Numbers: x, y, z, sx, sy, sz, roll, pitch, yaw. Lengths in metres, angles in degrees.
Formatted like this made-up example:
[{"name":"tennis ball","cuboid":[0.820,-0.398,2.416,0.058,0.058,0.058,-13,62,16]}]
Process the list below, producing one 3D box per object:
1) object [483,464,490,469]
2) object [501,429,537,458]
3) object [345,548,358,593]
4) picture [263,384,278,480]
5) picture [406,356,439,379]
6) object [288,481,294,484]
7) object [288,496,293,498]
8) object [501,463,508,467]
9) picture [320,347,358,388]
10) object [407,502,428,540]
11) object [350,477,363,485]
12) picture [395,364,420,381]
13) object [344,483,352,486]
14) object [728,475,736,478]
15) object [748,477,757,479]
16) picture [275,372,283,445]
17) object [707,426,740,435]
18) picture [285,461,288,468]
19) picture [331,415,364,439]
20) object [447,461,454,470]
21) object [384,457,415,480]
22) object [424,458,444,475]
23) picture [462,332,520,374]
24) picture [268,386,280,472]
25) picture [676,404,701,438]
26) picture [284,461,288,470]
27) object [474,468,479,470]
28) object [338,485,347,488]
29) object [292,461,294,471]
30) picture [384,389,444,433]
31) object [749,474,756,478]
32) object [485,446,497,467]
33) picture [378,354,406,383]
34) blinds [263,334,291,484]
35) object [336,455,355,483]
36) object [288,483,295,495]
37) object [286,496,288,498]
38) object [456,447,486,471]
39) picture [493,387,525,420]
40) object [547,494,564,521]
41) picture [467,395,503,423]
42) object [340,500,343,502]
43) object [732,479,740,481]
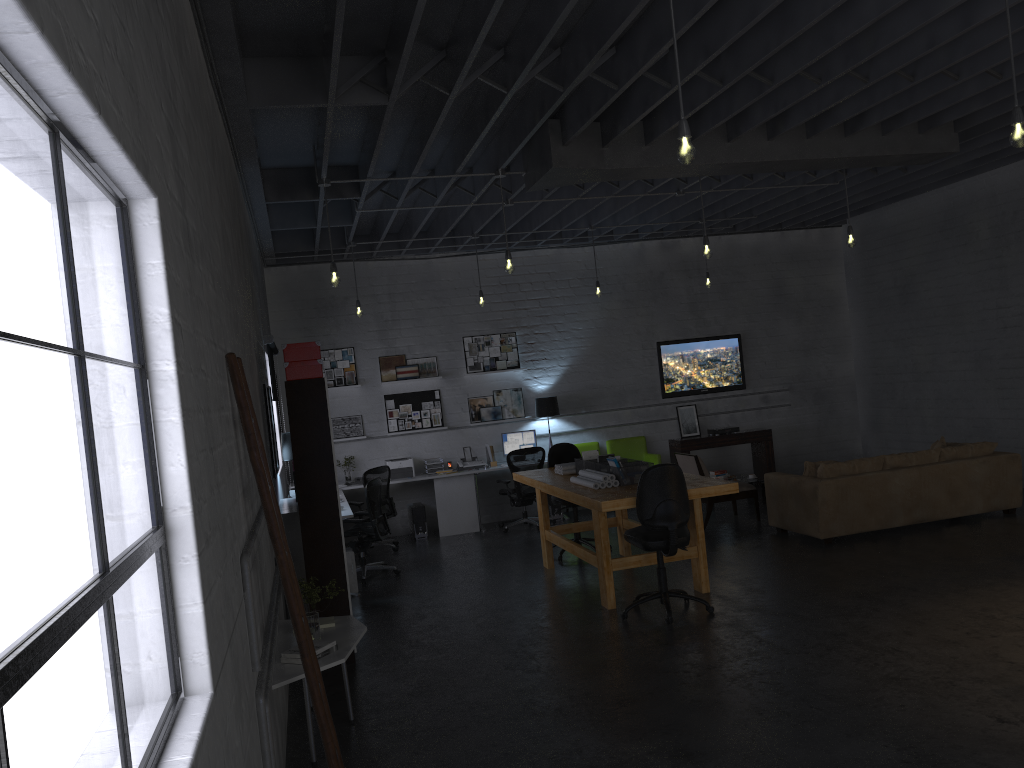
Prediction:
[{"name":"object","cuboid":[-0.330,1.073,11.554,0.095,0.050,0.095,-6,1,45]},{"name":"object","cuboid":[0.097,0.843,11.933,0.465,0.417,0.212,-6,1,-8]},{"name":"object","cuboid":[-1.755,1.842,8.599,0.478,0.411,0.200,-6,1,-13]},{"name":"picture","cuboid":[-2.031,0.394,7.466,0.020,0.780,0.606,-6,1,-13]},{"name":"picture","cuboid":[-1.194,-0.212,11.815,0.409,0.277,0.036,-6,1,-13]},{"name":"object","cuboid":[-2.451,1.223,10.414,0.324,0.208,0.233,-6,1,-13]},{"name":"object","cuboid":[-2.062,1.187,8.645,0.209,0.208,0.104,-6,1,-13]},{"name":"object","cuboid":[0.075,1.042,11.632,0.421,0.028,0.181,-6,0,-18]},{"name":"picture","cuboid":[-2.404,-0.197,11.522,0.749,0.503,0.058,-6,1,-13]},{"name":"object","cuboid":[-1.224,1.776,11.514,0.180,0.411,0.476,-6,1,-13]},{"name":"object","cuboid":[-1.855,1.220,11.249,0.278,0.081,0.412,-6,0,-43]},{"name":"picture","cuboid":[-1.385,-0.151,11.753,0.311,0.196,0.029,-6,1,-13]},{"name":"object","cuboid":[-2.083,1.267,11.211,0.114,0.036,0.058,-6,0,27]},{"name":"object","cuboid":[2.909,1.225,11.771,0.151,0.040,0.151,-6,0,4]},{"name":"object","cuboid":[3.105,1.217,11.459,0.131,0.016,0.131,-6,0,-7]},{"name":"picture","cuboid":[-2.870,0.328,10.931,0.020,0.935,0.658,-6,1,-13]},{"name":"object","cuboid":[3.007,0.668,12.616,0.370,0.082,0.266,-6,0,-13]},{"name":"picture","cuboid":[-2.839,0.942,11.121,0.036,0.221,0.289,-6,1,-13]},{"name":"picture","cuboid":[-2.153,0.562,11.584,0.409,0.277,0.036,-6,1,-13]},{"name":"object","cuboid":[-0.823,1.087,11.769,0.093,0.116,0.067,-6,1,-13]},{"name":"object","cuboid":[-1.466,1.100,11.578,0.351,0.235,0.351,-6,1,-13]},{"name":"object","cuboid":[-1.028,1.081,11.677,0.229,0.181,0.316,-6,0,-13]},{"name":"picture","cuboid":[-0.277,-0.423,12.028,0.749,0.503,0.058,-6,1,-13]},{"name":"picture","cuboid":[-2.193,0.409,8.148,0.020,0.780,0.606,-6,1,-13]},{"name":"picture","cuboid":[2.521,0.530,12.665,0.308,0.457,0.092,-6,1,-13]},{"name":"picture","cuboid":[-2.759,0.934,10.783,0.036,0.221,0.289,-6,1,-13]},{"name":"object","cuboid":[-0.462,1.105,11.507,0.076,0.016,0.017,-6,1,37]},{"name":"object","cuboid":[-2.248,1.289,10.977,0.181,0.028,0.421,-6,0,37]},{"name":"object","cuboid":[-1.853,0.768,7.963,0.214,0.177,0.161,-6,1,-13]},{"name":"picture","cuboid":[-1.301,0.358,11.782,0.749,0.503,0.058,-6,1,-13]},{"name":"object","cuboid":[3.104,1.194,11.460,0.077,0.052,0.080,-6,1,35]},{"name":"object","cuboid":[-0.276,0.962,11.844,0.087,0.259,0.236,-6,1,-13]},{"name":"picture","cuboid":[-1.570,-0.205,11.729,0.355,0.343,0.042,-6,1,-13]},{"name":"blinds","cuboid":[-2.456,0.365,9.394,0.100,1.632,2.120,-6,1,-13]},{"name":"object","cuboid":[-2.132,1.107,11.454,0.271,0.363,0.297,-6,1,32]},{"name":"object","cuboid":[-2.184,1.185,9.692,0.485,0.230,0.420,-6,0,-13]},{"name":"object","cuboid":[-2.370,1.286,10.084,0.392,0.064,0.259,-6,0,-13]},{"name":"object","cuboid":[-0.572,0.983,11.780,0.405,0.280,0.399,-6,1,-13]},{"name":"picture","cuboid":[-0.040,0.271,12.087,0.409,0.408,0.047,-6,1,-13]},{"name":"object","cuboid":[0.522,1.591,11.848,0.180,0.411,0.476,-6,1,-13]},{"name":"picture","cuboid":[-0.360,0.337,12.002,0.451,0.345,0.054,-6,1,-13]},{"name":"object","cuboid":[-1.869,1.260,9.492,0.119,0.016,0.119,-6,0,4]},{"name":"object","cuboid":[2.867,1.235,11.397,0.137,0.031,0.137,-6,0,13]}]
